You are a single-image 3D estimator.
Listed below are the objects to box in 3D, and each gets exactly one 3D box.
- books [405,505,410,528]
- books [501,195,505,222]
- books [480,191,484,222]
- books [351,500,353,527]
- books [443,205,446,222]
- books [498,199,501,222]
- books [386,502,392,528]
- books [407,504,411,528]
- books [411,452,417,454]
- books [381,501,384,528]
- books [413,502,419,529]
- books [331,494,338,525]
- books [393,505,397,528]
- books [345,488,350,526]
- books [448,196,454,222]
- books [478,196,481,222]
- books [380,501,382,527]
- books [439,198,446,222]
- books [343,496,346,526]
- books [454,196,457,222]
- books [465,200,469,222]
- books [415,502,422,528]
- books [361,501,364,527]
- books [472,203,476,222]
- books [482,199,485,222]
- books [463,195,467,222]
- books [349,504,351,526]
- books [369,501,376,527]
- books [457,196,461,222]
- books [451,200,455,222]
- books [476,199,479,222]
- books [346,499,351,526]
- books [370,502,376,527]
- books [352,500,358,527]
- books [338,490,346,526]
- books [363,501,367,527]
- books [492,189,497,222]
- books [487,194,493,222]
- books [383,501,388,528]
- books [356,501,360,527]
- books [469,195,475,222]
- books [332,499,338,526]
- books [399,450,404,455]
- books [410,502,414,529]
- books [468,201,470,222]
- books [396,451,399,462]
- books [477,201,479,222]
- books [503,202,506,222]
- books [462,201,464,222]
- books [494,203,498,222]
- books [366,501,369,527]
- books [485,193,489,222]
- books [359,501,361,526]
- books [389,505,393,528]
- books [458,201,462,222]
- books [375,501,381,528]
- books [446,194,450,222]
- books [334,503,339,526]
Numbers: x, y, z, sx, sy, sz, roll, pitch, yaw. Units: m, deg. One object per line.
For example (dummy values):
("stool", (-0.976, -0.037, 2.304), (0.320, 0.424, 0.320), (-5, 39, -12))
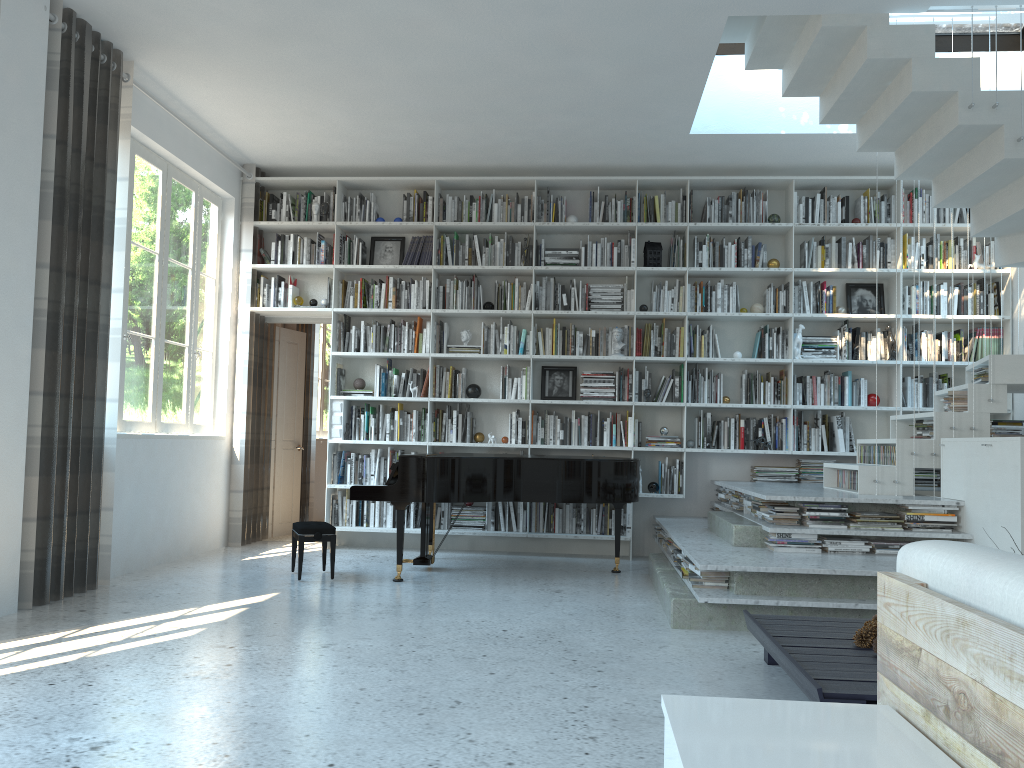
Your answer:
("books", (-0.889, 1.082, 7.495), (0.027, 0.256, 0.179), (1, -3, 5))
("books", (-0.080, -1.462, 7.578), (0.014, 0.269, 0.156), (1, -3, 5))
("books", (-0.256, -1.481, 7.584), (0.010, 0.298, 0.151), (1, -3, 5))
("books", (-1.336, 1.071, 7.521), (0.013, 0.261, 0.174), (1, -3, 5))
("books", (-0.570, -1.428, 7.621), (0.024, 0.183, 0.133), (1, -3, 5))
("books", (-0.100, -1.446, 7.577), (0.026, 0.235, 0.134), (1, -3, 5))
("books", (-1.030, 1.104, 7.498), (0.028, 0.206, 0.171), (1, -3, 5))
("books", (-0.853, 1.081, 7.515), (0.040, 0.264, 0.137), (1, -3, 5))
("books", (-0.832, 0.719, 7.523), (0.025, 0.287, 0.130), (1, -3, 5))
("books", (-1.077, 1.073, 7.505), (0.025, 0.266, 0.159), (1, -3, 5))
("books", (-0.809, 1.060, 7.480), (0.012, 0.303, 0.165), (1, -3, 5))
("books", (-1.513, 1.073, 7.561), (0.012, 0.254, 0.161), (1, -3, 5))
("books", (-0.974, 1.086, 7.488), (0.023, 0.244, 0.188), (1, -3, 5))
("books", (-1.389, 1.042, 7.544), (0.011, 0.318, 0.157), (1, -3, 5))
("books", (-0.521, -1.464, 7.609), (0.031, 0.254, 0.145), (1, -3, 5))
("books", (-0.268, -1.458, 7.581), (0.013, 0.251, 0.183), (1, -3, 5))
("books", (-1.094, 1.055, 7.526), (0.014, 0.304, 0.139), (1, -3, 5))
("books", (-0.597, -1.457, 7.609), (0.029, 0.237, 0.156), (1, -3, 5))
("books", (-1.407, 1.078, 7.547), (0.024, 0.246, 0.143), (1, -3, 5))
("books", (-0.470, -1.461, 7.603), (0.023, 0.251, 0.170), (1, -3, 5))
("books", (-0.379, -1.450, 7.619), (0.025, 0.234, 0.129), (1, -3, 5))
("books", (-0.769, 1.086, 7.499), (0.065, 0.256, 0.156), (1, -3, 5))
("books", (-1.251, 1.093, 7.528), (0.022, 0.221, 0.163), (1, -3, 5))
("books", (-0.314, -1.433, 7.594), (0.030, 0.201, 0.152), (1, -3, 5))
("books", (-0.236, -1.448, 7.592), (0.029, 0.235, 0.130), (1, -3, 5))
("books", (-0.398, -1.466, 7.596), (0.010, 0.264, 0.160), (1, -3, 5))
("books", (-1.352, 1.109, 7.539), (0.022, 0.186, 0.145), (1, -3, 5))
("books", (-1.187, 1.083, 7.535), (0.022, 0.246, 0.135), (1, -3, 5))
("books", (-0.453, -1.460, 7.597), (0.012, 0.249, 0.174), (1, -3, 5))
("books", (-0.494, -1.446, 7.601), (0.023, 0.220, 0.181), (1, -3, 5))
("books", (-0.292, -1.449, 7.590), (0.013, 0.234, 0.154), (1, -3, 5))
("books", (-1.374, 1.088, 7.535), (0.022, 0.226, 0.154), (1, -3, 5))
("books", (-1.164, 1.104, 7.506), (0.030, 0.201, 0.168), (1, -3, 5))
("books", (-1.317, 1.069, 7.525), (0.023, 0.266, 0.177), (1, -3, 5))
("books", (-1.441, 1.053, 7.544), (0.044, 0.293, 0.181), (1, -3, 5))
("books", (-1.225, 1.076, 7.532), (0.027, 0.256, 0.160), (1, -3, 5))
("books", (-0.150, -1.487, 7.583), (0.014, 0.315, 0.166), (1, -3, 5))
("books", (-0.184, -1.467, 7.572), (0.052, 0.272, 0.172), (1, -3, 5))
("books", (-1.055, 1.098, 7.501), (0.021, 0.218, 0.191), (1, -3, 5))
("books", (-1.294, 1.101, 7.537), (0.022, 0.205, 0.158), (1, -3, 5))
("books", (-0.341, -1.466, 7.608), (0.028, 0.267, 0.151), (1, -3, 5))
("books", (-1.496, 1.092, 7.558), (0.023, 0.216, 0.158), (1, -3, 5))
("books", (-0.940, 0.710, 7.520), (0.013, 0.301, 0.172), (1, -3, 5))
("books", (-0.825, 1.063, 7.484), (0.021, 0.295, 0.188), (1, -3, 5))
("books", (-0.362, -1.441, 7.609), (0.012, 0.216, 0.150), (1, -3, 5))
("books", (-0.957, 0.715, 7.526), (0.022, 0.290, 0.137), (1, -3, 5))
("books", (-0.281, -1.440, 7.581), (0.011, 0.215, 0.160), (1, -3, 5))
("books", (-0.058, -1.434, 7.583), (0.029, 0.213, 0.141), (1, -3, 5))
("books", (-0.411, -1.438, 7.593), (0.014, 0.207, 0.166), (1, -3, 5))
("books", (-0.129, -1.425, 7.570), (0.031, 0.190, 0.181), (1, -3, 5))
("books", (-1.206, 1.054, 7.517), (0.013, 0.300, 0.184), (1, -3, 5))
("books", (-0.216, -1.469, 7.577), (0.013, 0.276, 0.164), (1, -3, 5))
("books", (-1.272, 1.078, 7.540), (0.022, 0.252, 0.139), (1, -3, 5))
("books", (-1.001, 1.113, 7.488), (0.031, 0.188, 0.190), (1, -3, 5))
("books", (-0.434, -1.440, 7.582), (0.029, 0.207, 0.178), (1, -3, 5))
("books", (-1.119, 1.073, 7.508), (0.031, 0.266, 0.186), (1, -3, 5))
("books", (-0.545, -1.475, 7.631), (0.021, 0.279, 0.141), (1, -3, 5))
("books", (-1.473, 1.103, 7.529), (0.029, 0.190, 0.176), (1, -3, 5))
